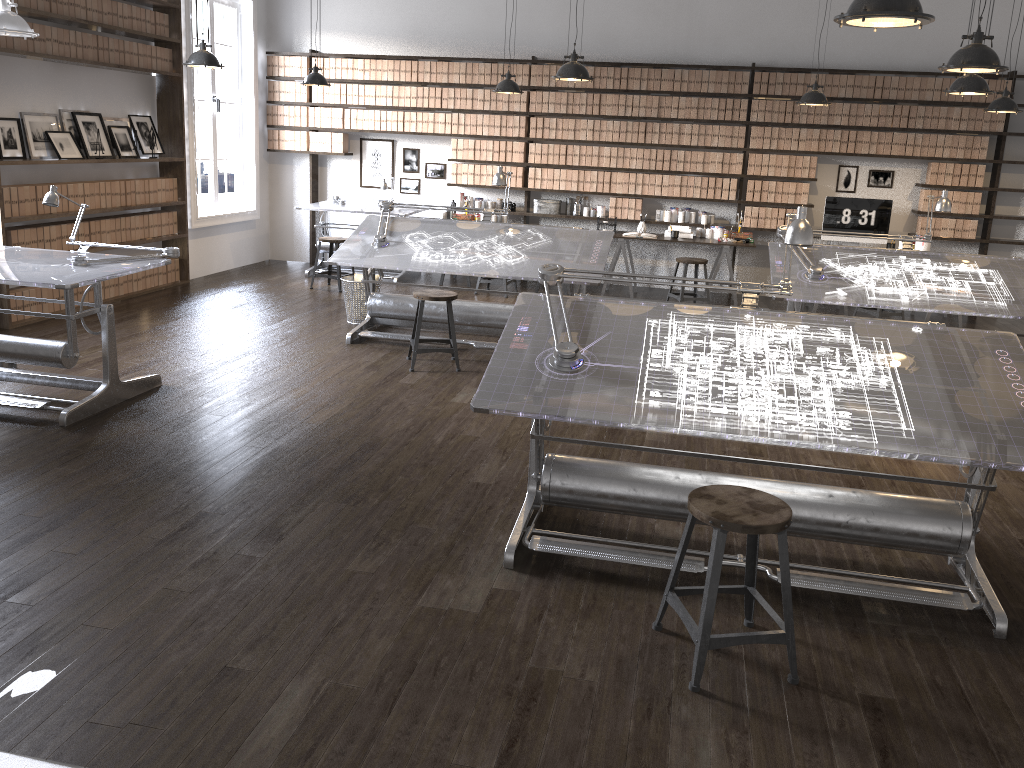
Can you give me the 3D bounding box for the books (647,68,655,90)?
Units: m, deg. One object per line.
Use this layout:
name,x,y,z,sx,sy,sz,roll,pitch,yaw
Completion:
books,1.486,-3.239,9.441,0.067,0.223,0.176,5,14,11

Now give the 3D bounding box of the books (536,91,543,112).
books,0.314,-3.090,9.724,0.067,0.223,0.176,5,14,11

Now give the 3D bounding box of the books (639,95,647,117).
books,1.411,-2.977,9.509,0.067,0.223,0.176,5,14,11

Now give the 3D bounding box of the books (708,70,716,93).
books,2.105,-3.174,9.316,0.067,0.223,0.176,5,14,11

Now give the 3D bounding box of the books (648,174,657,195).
books,1.533,-2.175,9.657,0.067,0.223,0.176,5,14,11

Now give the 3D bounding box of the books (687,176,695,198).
books,1.935,-2.134,9.580,0.067,0.223,0.176,5,14,11

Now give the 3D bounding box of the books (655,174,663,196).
books,1.601,-2.167,9.640,0.067,0.223,0.176,5,14,11

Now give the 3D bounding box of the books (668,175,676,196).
books,1.734,-2.154,9.617,0.067,0.223,0.176,5,14,11

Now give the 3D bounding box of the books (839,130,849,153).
books,3.429,-2.511,9.176,0.067,0.223,0.176,5,14,11

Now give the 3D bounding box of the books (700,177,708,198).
books,2.073,-2.120,9.553,0.067,0.223,0.176,5,14,11

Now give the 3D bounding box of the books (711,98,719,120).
books,2.144,-2.901,9.365,0.067,0.223,0.176,5,14,11

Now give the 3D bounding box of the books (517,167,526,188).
books,0.105,-2.320,9.930,0.067,0.223,0.176,5,14,11

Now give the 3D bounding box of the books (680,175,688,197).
books,1.865,-2.141,9.593,0.067,0.223,0.176,5,14,11

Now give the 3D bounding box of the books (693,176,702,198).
books,2.003,-2.126,9.562,0.067,0.223,0.176,5,14,11

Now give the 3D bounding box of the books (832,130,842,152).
books,3.359,-2.517,9.185,0.067,0.223,0.176,5,14,11

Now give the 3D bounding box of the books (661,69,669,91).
books,1.626,-3.224,9.410,0.067,0.223,0.176,5,14,11

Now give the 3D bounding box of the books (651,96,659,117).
books,1.537,-2.963,9.481,0.067,0.223,0.176,5,14,11

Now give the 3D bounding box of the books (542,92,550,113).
books,0.382,-3.082,9.707,0.067,0.223,0.176,5,14,11

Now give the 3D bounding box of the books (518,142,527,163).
books,0.121,-2.580,9.869,0.067,0.223,0.176,5,14,11

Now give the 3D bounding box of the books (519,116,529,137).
books,0.133,-2.849,9.816,0.067,0.223,0.176,5,14,11

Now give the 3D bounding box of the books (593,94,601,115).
books,0.927,-3.026,9.601,0.067,0.223,0.176,5,14,11

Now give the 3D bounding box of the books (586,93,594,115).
books,0.854,-3.035,9.620,0.067,0.223,0.176,5,14,11

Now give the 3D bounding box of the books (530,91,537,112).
books,0.246,-3.097,9.739,0.067,0.223,0.176,5,14,11

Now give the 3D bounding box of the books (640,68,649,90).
books,1.417,-3.245,9.450,0.067,0.223,0.176,5,14,11

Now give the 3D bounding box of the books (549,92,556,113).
books,0.453,-3.075,9.695,0.067,0.223,0.176,5,14,11

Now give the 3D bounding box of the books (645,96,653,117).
books,1.472,-2.971,9.499,0.067,0.223,0.176,5,14,11

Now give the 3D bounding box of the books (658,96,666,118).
books,1.606,-2.958,9.475,0.067,0.223,0.176,5,14,11

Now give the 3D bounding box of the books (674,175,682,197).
books,1.798,-2.146,9.600,0.067,0.223,0.176,5,14,11

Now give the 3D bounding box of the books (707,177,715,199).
books,2.146,-2.111,9.534,0.067,0.223,0.176,5,14,11

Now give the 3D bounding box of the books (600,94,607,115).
books,1.000,-3.020,9.592,0.067,0.223,0.176,5,14,11

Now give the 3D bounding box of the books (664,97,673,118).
books,1.674,-2.951,9.460,0.067,0.223,0.176,5,14,11

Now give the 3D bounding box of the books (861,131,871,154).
books,3.638,-2.488,9.129,0.067,0.223,0.176,5,14,11

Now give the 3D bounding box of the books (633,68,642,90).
books,1.345,-3.251,9.461,0.067,0.223,0.176,5,14,11

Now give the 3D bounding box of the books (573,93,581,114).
books,0.716,-3.049,9.647,0.067,0.223,0.176,5,14,11

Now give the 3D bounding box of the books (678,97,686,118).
books,1.813,-2.936,9.431,0.067,0.223,0.176,5,14,11

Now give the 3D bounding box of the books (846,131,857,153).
books,3.501,-2.502,9.157,0.067,0.223,0.176,5,14,11

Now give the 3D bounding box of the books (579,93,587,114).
books,0.784,-3.041,9.629,0.067,0.223,0.176,5,14,11

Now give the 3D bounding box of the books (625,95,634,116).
books,1.267,-2.992,9.537,0.067,0.223,0.176,5,14,11

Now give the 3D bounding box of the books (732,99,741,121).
books,2.361,-2.881,9.328,0.067,0.223,0.176,5,14,11

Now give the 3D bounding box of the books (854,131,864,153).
books,3.575,-2.496,9.148,0.067,0.223,0.176,5,14,11

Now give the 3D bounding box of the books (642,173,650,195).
books,1.465,-2.182,9.672,0.067,0.223,0.176,5,14,11

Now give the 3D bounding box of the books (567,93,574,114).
books,0.646,-3.056,9.660,0.067,0.223,0.176,5,14,11

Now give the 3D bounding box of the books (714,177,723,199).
books,2.219,-2.105,9.525,0.067,0.223,0.176,5,14,11

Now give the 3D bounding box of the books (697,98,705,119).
books,2.006,-2.917,9.396,0.067,0.223,0.176,5,14,11

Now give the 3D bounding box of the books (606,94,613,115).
books,1.064,-3.013,9.577,0.067,0.223,0.176,5,14,11

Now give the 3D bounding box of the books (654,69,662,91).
books,1.553,-3.231,9.426,0.067,0.223,0.176,5,14,11

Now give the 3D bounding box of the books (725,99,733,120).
books,2.287,-2.887,9.337,0.067,0.223,0.176,5,14,11

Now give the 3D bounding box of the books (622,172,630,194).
books,1.254,-2.202,9.706,0.067,0.223,0.176,5,14,11

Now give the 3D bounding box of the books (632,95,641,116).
books,1.339,-2.984,9.521,0.067,0.223,0.176,5,14,11

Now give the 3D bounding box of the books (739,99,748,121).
books,2.434,-2.872,9.311,0.067,0.223,0.176,5,14,11

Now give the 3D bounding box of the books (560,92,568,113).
books,0.579,-3.061,9.667,0.067,0.223,0.176,5,14,11

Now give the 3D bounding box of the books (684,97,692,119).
books,1.875,-2.930,9.420,0.067,0.223,0.176,5,14,11

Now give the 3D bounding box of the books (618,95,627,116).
books,1.195,-2.998,9.547,0.067,0.223,0.176,5,14,11

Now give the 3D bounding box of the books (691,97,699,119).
books,1.939,-2.922,9.403,0.067,0.223,0.176,5,14,11

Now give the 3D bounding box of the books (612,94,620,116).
books,1.125,-3.005,9.561,0.067,0.223,0.176,5,14,11

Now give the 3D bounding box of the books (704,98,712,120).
books,2.076,-2.910,9.383,0.067,0.223,0.176,5,14,11

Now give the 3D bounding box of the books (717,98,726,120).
books,2.215,-2.896,9.356,0.067,0.223,0.176,5,14,11

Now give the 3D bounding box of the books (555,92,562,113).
books,0.515,-3.069,9.685,0.067,0.223,0.176,5,14,11

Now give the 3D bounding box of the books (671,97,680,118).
books,1.742,-2.943,9.443,0.067,0.223,0.176,5,14,11
